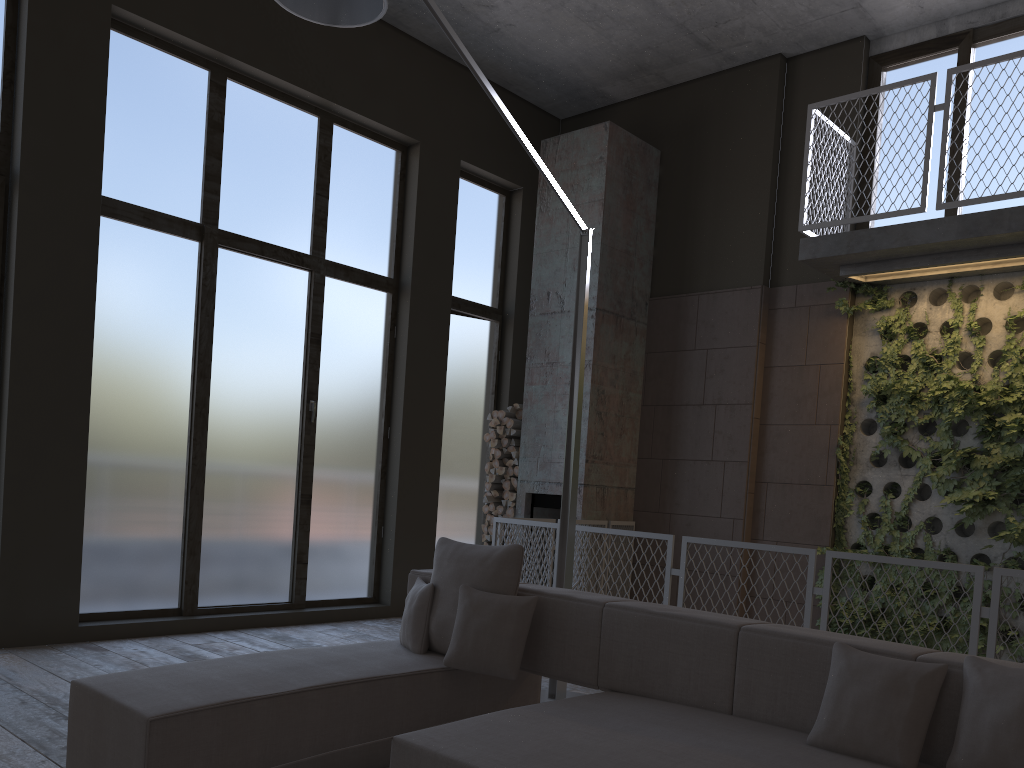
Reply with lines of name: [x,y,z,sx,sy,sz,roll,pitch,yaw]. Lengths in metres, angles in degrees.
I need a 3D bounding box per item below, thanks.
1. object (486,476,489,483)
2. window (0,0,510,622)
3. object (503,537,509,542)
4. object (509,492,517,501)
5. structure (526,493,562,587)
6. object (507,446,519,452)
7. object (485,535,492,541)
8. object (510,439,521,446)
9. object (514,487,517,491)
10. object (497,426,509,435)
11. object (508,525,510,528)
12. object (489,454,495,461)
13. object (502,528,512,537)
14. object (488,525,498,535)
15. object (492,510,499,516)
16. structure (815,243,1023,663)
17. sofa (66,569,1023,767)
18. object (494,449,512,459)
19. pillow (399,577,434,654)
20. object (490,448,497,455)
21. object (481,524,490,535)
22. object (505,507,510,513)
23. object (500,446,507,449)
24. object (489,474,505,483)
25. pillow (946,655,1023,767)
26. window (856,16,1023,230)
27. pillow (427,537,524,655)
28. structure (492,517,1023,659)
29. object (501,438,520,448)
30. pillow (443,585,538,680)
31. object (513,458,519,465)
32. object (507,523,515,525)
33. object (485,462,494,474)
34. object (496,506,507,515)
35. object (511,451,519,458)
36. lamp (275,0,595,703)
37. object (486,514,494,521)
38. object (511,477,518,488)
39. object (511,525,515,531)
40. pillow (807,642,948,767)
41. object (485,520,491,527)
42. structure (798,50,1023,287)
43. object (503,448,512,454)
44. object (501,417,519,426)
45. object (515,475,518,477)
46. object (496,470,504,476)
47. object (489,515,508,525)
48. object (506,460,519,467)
object: [-0.091,0.962,8.757,0.067,0.067,0.426,2,-6,42]
window: [-3.237,-0.496,5.589,0.208,4.163,9.280,5,-3,42]
object: [0.013,1.530,8.698,0.093,0.083,0.483,1,-7,42]
object: [0.162,1.113,8.573,0.093,0.083,0.483,1,-7,42]
structure: [0.387,1.496,8.193,0.573,0.927,0.057,3,1,43]
object: [0.121,0.651,8.608,0.121,0.067,0.366,-1,-8,44]
object: [-0.101,1.543,8.805,0.067,0.067,0.426,2,-6,42]
object: [0.147,0.588,8.623,0.067,0.071,0.426,2,-6,42]
object: [0.166,1.033,8.620,0.101,0.086,0.366,1,-7,42]
object: [0.044,0.480,8.663,0.093,0.083,0.483,1,-7,42]
object: [0.087,1.396,8.728,0.103,0.102,0.294,2,-6,42]
object: [-0.126,0.734,8.708,0.045,0.073,0.253,3,-5,42]
object: [0.053,1.461,8.638,0.090,0.089,0.459,2,-6,44]
object: [-0.059,1.465,8.778,0.092,0.093,0.441,2,-6,42]
object: [-0.056,1.284,8.721,0.088,0.056,0.335,0,-7,42]
structure: [3.464,0.710,6.344,2.616,3.820,1.009,3,0,43]
sofa: [-0.257,1.133,2.630,2.990,0.784,3.036,-2,-9,43]
object: [-0.041,0.698,8.684,0.098,0.107,0.296,2,-6,44]
pillow: [-0.450,1.122,4.215,0.151,0.376,0.369,4,-2,-14]
object: [-0.079,0.697,8.780,0.100,0.102,0.295,2,-6,44]
object: [-0.154,1.468,8.808,0.088,0.108,0.368,2,-6,42]
object: [0.102,1.245,8.643,0.067,0.071,0.426,2,-6,42]
object: [-0.011,0.627,8.701,0.088,0.056,0.335,0,-7,42]
object: [-0.036,0.949,8.704,0.093,0.083,0.483,1,-7,42]
pillow: [1.463,0.986,2.541,0.188,0.366,0.361,4,-2,-42]
window: [4.231,-1.868,6.088,3.557,1.746,0.110,-1,-2,43]
pillow: [-0.204,0.989,4.035,0.561,0.557,0.222,1,-1,45]
structure: [2.093,1.583,6.169,4.417,0.932,1.942,-2,-8,43]
object: [0.075,0.596,8.648,0.090,0.089,0.459,2,-6,41]
pillow: [-0.092,1.070,3.786,0.375,0.372,0.169,3,0,16]
object: [0.174,0.772,8.581,0.071,0.072,0.426,2,-6,42]
object: [0.106,1.374,8.615,0.066,0.085,0.428,3,-6,40]
object: [-0.126,0.856,8.801,0.063,0.125,0.367,4,-4,41]
object: [0.030,1.253,8.669,0.090,0.089,0.459,2,-6,41]
object: [0.151,0.717,8.594,0.066,0.085,0.428,3,-6,40]
lamp: [-0.098,0.022,4.197,0.752,3.423,2.644,5,-1,31]
object: [-0.124,1.354,8.801,0.100,0.102,0.295,2,-6,44]
object: [0.138,0.976,8.553,0.088,0.108,0.368,2,-6,42]
object: [0.144,1.404,8.578,0.066,0.085,0.428,3,-6,40]
pillow: [1.158,1.032,2.794,0.369,0.358,0.188,2,-2,42]
object: [-0.171,1.391,8.728,0.045,0.073,0.253,3,-5,42]
structure: [3.178,-0.028,5.104,3.669,4.313,3.055,2,-2,43]
object: [0.048,0.668,8.680,0.064,0.074,0.362,2,-6,41]
object: [0.054,0.388,8.609,0.103,0.084,0.366,1,-7,42]
object: [0.168,0.863,8.546,0.100,0.102,0.295,2,-6,44]
object: [0.034,0.877,8.674,0.114,0.079,0.438,0,-7,42]
object: [-0.086,1.355,8.705,0.098,0.107,0.296,2,-6,44]
object: [0.128,0.802,8.647,0.114,0.079,0.438,0,-7,42]
